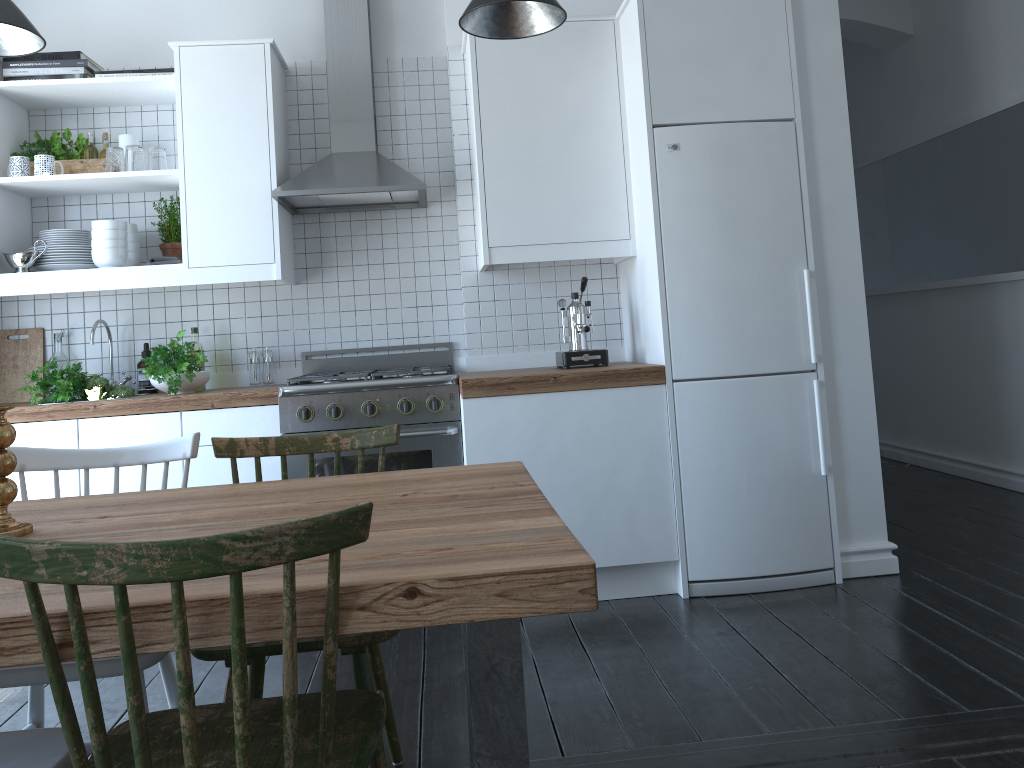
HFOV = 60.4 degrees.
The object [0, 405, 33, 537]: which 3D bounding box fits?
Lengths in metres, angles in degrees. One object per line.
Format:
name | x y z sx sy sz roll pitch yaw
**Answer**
object | -0.979 0.167 1.688 0.100 0.249 0.100 -5 -3 19

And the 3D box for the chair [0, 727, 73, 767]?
chair | -0.879 0.601 1.179 0.466 0.848 0.507 -4 -2 -5

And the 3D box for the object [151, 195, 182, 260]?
object | -1.519 -0.693 3.981 0.164 0.368 0.171 -5 -3 32

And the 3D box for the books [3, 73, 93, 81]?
books | -2.011 -1.311 3.912 0.351 0.044 0.259 -4 3 -3

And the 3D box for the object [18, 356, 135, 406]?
object | -1.788 0.033 3.655 0.470 0.309 0.282 -4 0 -32

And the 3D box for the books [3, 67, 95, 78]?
books | -2.024 -1.348 3.904 0.329 0.031 0.259 -4 3 -7

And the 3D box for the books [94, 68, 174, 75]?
books | -1.647 -1.361 3.952 0.341 0.016 0.274 -4 3 -4

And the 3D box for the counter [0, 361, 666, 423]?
counter | -0.987 0.055 3.649 3.100 0.074 0.845 -4 3 -5

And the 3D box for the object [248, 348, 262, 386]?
object | -1.170 -0.078 4.013 0.059 0.174 0.059 -4 -3 8

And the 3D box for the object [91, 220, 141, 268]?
object | -1.727 -0.599 3.841 0.150 0.217 0.308 -4 1 -7

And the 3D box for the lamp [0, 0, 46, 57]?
lamp | -2.917 -0.785 2.888 2.702 2.528 0.489 -4 -3 -5

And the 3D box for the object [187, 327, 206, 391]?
object | -1.417 -0.113 3.947 0.066 0.284 0.066 -3 -3 -10

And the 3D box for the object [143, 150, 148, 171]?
object | -1.622 -0.961 3.854 0.086 0.120 0.085 -3 -2 -36

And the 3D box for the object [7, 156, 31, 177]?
object | -2.105 -0.914 3.765 0.083 0.101 0.108 -3 0 -36

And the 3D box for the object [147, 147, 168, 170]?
object | -1.540 -0.965 3.824 0.086 0.120 0.085 -3 -2 -36

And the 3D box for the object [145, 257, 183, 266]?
object | -1.507 -0.524 3.836 0.246 0.042 0.276 -4 3 -12

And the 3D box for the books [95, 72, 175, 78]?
books | -1.643 -1.334 3.941 0.350 0.038 0.260 -4 3 -6

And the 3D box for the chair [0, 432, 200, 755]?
chair | -0.957 0.564 1.972 0.466 0.848 0.507 -4 -2 -5

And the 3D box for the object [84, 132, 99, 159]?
object | -1.880 -1.012 3.935 0.060 0.226 0.059 -2 -4 -22

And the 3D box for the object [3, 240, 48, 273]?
object | -2.040 -0.529 3.689 0.209 0.135 0.101 -4 -1 7

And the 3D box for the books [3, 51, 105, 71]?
books | -2.030 -1.413 3.916 0.325 0.038 0.258 -4 3 -3

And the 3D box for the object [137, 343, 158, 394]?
object | -1.643 -0.070 3.966 0.085 0.232 0.084 -1 -4 -40

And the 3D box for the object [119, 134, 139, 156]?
object | -1.729 -1.011 3.983 0.085 0.223 0.084 -4 -3 2

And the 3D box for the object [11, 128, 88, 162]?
object | -2.061 -1.015 3.933 0.348 0.256 0.162 -4 -2 -15

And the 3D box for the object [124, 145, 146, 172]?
object | -1.612 -0.957 3.764 0.086 0.120 0.086 -4 -2 18

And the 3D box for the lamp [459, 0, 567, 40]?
lamp | -0.028 -1.755 3.152 0.385 0.946 0.384 -4 -3 4

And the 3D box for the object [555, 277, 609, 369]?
object | 0.291 -0.255 3.693 0.206 0.372 0.352 -4 -1 -5

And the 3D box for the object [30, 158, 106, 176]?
object | -1.981 -0.933 3.934 0.393 0.104 0.153 -4 1 -5

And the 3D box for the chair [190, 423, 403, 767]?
chair | -0.467 0.538 2.000 0.468 0.833 0.483 -4 -2 -6

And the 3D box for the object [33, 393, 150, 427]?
object | -1.760 0.118 3.717 0.372 0.112 0.353 -4 2 -5

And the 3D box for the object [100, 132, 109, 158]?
object | -1.834 -1.022 3.983 0.056 0.235 0.055 -4 -3 -2

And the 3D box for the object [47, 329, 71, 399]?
object | -2.027 -0.087 3.938 0.098 0.320 0.097 -4 -3 -5

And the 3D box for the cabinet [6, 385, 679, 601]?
cabinet | -0.957 0.486 3.680 3.181 0.821 0.727 -4 -1 3

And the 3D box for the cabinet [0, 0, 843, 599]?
cabinet | -0.689 -0.316 3.732 3.789 2.389 0.775 -4 -3 -1

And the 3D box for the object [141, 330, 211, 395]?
object | -1.419 -0.092 3.717 0.272 0.271 0.337 -4 0 -15

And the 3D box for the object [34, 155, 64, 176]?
object | -1.982 -0.922 3.761 0.108 0.101 0.082 -4 -1 -16

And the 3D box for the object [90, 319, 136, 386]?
object | -1.759 -0.110 3.878 0.189 0.355 0.272 -3 -2 -29

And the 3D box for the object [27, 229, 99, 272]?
object | -1.962 -0.574 3.873 0.300 0.196 0.305 -4 1 -4

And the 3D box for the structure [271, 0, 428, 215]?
structure | -0.736 -1.455 3.936 0.634 1.313 0.525 -4 -3 -5

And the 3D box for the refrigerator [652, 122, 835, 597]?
refrigerator | 0.872 -0.131 3.697 0.576 1.814 0.677 -4 -3 -5

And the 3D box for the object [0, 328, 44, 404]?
object | -2.217 -0.082 3.952 0.220 0.332 0.040 -4 -4 -5

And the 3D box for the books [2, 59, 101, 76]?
books | -2.016 -1.380 3.919 0.351 0.031 0.287 -4 3 -5

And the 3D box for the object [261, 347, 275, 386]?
object | -1.107 -0.081 3.997 0.059 0.174 0.059 -4 -3 8

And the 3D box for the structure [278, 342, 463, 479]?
structure | -0.564 0.354 3.728 0.701 1.026 0.718 -4 -1 -5

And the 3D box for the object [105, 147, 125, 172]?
object | -1.698 -0.952 3.771 0.086 0.120 0.086 -4 -2 18

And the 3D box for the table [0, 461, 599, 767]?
table | -1.014 0.653 1.554 2.228 0.721 1.015 -4 1 -5

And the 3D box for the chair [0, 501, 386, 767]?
chair | -0.403 0.574 1.260 0.468 0.832 0.483 -4 -2 -6
